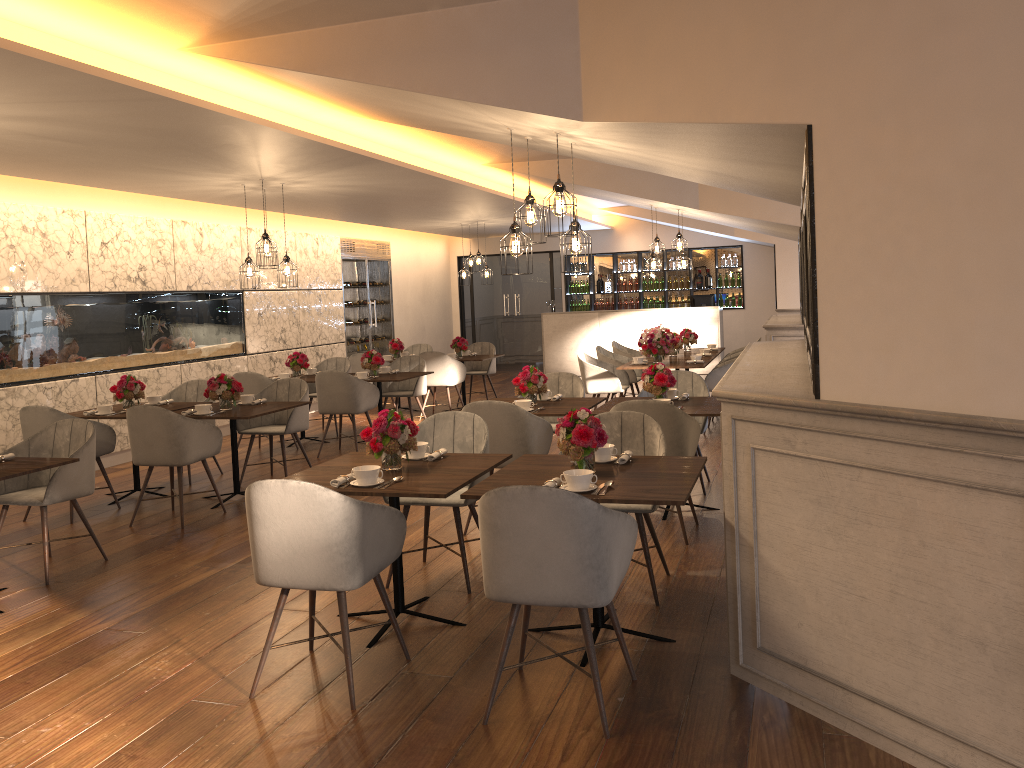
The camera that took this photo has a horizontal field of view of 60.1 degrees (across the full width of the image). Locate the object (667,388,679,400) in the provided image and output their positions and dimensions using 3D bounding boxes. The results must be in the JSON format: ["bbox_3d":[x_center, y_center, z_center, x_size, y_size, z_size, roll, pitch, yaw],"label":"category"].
[{"bbox_3d":[1.126,0.074,6.359,0.148,0.072,0.148,-4,5,-15],"label":"object"}]

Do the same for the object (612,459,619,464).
[{"bbox_3d":[0.493,0.349,4.119,0.025,0.024,0.193,-1,6,18],"label":"object"}]

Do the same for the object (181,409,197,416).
[{"bbox_3d":[-2.437,0.212,6.716,0.056,0.039,0.176,-1,6,18],"label":"object"}]

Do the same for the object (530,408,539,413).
[{"bbox_3d":[0.160,0.181,6.061,0.022,0.004,0.211,-1,6,18],"label":"object"}]

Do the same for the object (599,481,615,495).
[{"bbox_3d":[0.383,0.416,3.546,0.043,0.015,0.198,-1,6,14],"label":"object"}]

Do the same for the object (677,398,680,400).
[{"bbox_3d":[1.200,0.098,6.326,0.025,0.024,0.193,-1,6,18],"label":"object"}]

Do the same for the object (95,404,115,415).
[{"bbox_3d":[-3.203,0.204,6.963,0.148,0.072,0.149,-3,5,-5],"label":"object"}]

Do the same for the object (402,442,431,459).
[{"bbox_3d":[-0.480,0.336,4.441,0.148,0.072,0.148,-4,5,-15],"label":"object"}]

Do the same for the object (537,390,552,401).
[{"bbox_3d":[0.227,0.084,6.648,0.148,0.072,0.148,-4,5,-15],"label":"object"}]

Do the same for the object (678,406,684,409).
[{"bbox_3d":[1.090,0.165,5.754,0.043,0.015,0.198,-1,6,14],"label":"object"}]

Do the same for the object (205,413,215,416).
[{"bbox_3d":[-2.245,0.224,6.684,0.022,0.004,0.211,-1,6,18],"label":"object"}]

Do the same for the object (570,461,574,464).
[{"bbox_3d":[0.314,0.357,4.166,0.043,0.015,0.198,0,6,22],"label":"object"}]

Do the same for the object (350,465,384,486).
[{"bbox_3d":[-0.631,0.401,3.851,0.148,0.072,0.148,-4,5,-15],"label":"object"}]

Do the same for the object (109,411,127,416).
[{"bbox_3d":[-3.096,0.229,6.950,0.043,0.015,0.198,0,6,22],"label":"object"}]

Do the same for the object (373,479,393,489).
[{"bbox_3d":[-0.548,0.432,3.854,0.022,0.004,0.211,-1,6,18],"label":"object"}]

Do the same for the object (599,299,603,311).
[{"bbox_3d":[1.678,-1.486,16.713,0.065,0.261,0.066,-3,3,-3],"label":"object"}]

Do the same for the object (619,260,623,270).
[{"bbox_3d":[2.040,-2.218,16.523,0.069,0.208,0.040,-2,3,18],"label":"object"}]

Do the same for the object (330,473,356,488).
[{"bbox_3d":[-0.739,0.420,3.886,0.056,0.039,0.176,-1,6,18],"label":"object"}]

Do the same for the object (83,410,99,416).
[{"bbox_3d":[-3.311,0.222,6.998,0.056,0.039,0.176,-1,6,18],"label":"object"}]

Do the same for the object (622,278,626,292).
[{"bbox_3d":[2.097,-1.852,16.557,0.065,0.261,0.066,-3,3,-3],"label":"object"}]

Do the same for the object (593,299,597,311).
[{"bbox_3d":[1.573,-1.484,16.747,0.065,0.261,0.066,-3,3,-3],"label":"object"}]

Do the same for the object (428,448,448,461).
[{"bbox_3d":[-0.371,0.351,4.407,0.056,0.039,0.176,-1,6,18],"label":"object"}]

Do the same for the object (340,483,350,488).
[{"bbox_3d":[-0.703,0.425,3.885,0.025,0.024,0.193,-1,6,18],"label":"object"}]

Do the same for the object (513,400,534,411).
[{"bbox_3d":[0.076,0.150,6.058,0.148,0.072,0.148,-4,5,-15],"label":"object"}]

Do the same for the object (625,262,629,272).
[{"bbox_3d":[2.137,-2.183,16.494,0.070,0.189,0.041,-2,3,17],"label":"object"}]

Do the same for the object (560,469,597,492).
[{"bbox_3d":[0.268,0.391,3.561,0.148,0.072,0.148,-4,5,-15],"label":"object"}]

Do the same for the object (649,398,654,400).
[{"bbox_3d":[1.021,0.106,6.374,0.043,0.015,0.198,0,6,22],"label":"object"}]

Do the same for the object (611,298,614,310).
[{"bbox_3d":[1.888,-1.488,16.645,0.065,0.261,0.066,-3,3,-3],"label":"object"}]

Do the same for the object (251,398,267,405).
[{"bbox_3d":[-2.068,0.144,7.237,0.056,0.039,0.176,-1,6,18],"label":"object"}]

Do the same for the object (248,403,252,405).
[{"bbox_3d":[-2.104,0.152,7.239,0.025,0.024,0.193,-1,6,18],"label":"object"}]

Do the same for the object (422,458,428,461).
[{"bbox_3d":[-0.406,0.360,4.409,0.025,0.024,0.193,-1,6,18],"label":"object"}]

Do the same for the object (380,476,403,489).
[{"bbox_3d":[-0.516,0.427,3.836,0.043,0.015,0.198,-1,6,14],"label":"object"}]

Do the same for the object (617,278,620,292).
[{"bbox_3d":[1.992,-1.851,16.591,0.065,0.261,0.066,-3,3,-3],"label":"object"}]

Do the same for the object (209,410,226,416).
[{"bbox_3d":[-2.214,0.219,6.666,0.043,0.015,0.198,-1,6,14],"label":"object"}]

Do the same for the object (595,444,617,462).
[{"bbox_3d":[0.419,0.325,4.151,0.148,0.072,0.148,-4,5,-15],"label":"object"}]

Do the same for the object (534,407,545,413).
[{"bbox_3d":[0.191,0.175,6.043,0.043,0.015,0.198,-1,6,14],"label":"object"}]

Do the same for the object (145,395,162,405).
[{"bbox_3d":[-3.052,0.138,7.552,0.148,0.072,0.149,-3,5,-5],"label":"object"}]

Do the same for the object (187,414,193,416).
[{"bbox_3d":[-2.401,0.217,6.715,0.025,0.024,0.193,-1,6,18],"label":"object"}]

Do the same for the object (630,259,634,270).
[{"bbox_3d":[2.231,-2.220,16.461,0.069,0.208,0.040,-2,3,18],"label":"object"}]

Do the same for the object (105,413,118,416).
[{"bbox_3d":[-3.120,0.234,6.965,0.022,0.004,0.211,-1,6,18],"label":"object"}]

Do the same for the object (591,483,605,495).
[{"bbox_3d":[0.352,0.421,3.564,0.022,0.004,0.211,-1,6,18],"label":"object"}]

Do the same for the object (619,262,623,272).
[{"bbox_3d":[2.041,-2.181,16.525,0.070,0.189,0.041,-2,3,17],"label":"object"}]

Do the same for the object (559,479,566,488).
[{"bbox_3d":[0.196,0.414,3.596,0.025,0.024,0.193,-1,6,18],"label":"object"}]

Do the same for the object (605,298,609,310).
[{"bbox_3d":[1.783,-1.487,16.679,0.065,0.261,0.066,-3,3,-3],"label":"object"}]

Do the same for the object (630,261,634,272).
[{"bbox_3d":[2.233,-2.184,16.463,0.070,0.189,0.041,-2,3,17],"label":"object"}]

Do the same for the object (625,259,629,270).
[{"bbox_3d":[2.135,-2.219,16.492,0.069,0.208,0.040,-2,3,18],"label":"object"}]

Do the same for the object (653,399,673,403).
[{"bbox_3d":[0.975,0.139,5.769,0.148,0.072,0.148,-4,5,-15],"label":"object"}]

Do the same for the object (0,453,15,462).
[{"bbox_3d":[-2.824,0.412,4.879,0.056,0.039,0.176,-1,6,18],"label":"object"}]

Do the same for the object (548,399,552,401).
[{"bbox_3d":[0.301,0.108,6.616,0.025,0.024,0.193,-1,6,18],"label":"object"}]

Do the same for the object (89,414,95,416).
[{"bbox_3d":[-3.275,0.228,6.997,0.025,0.024,0.193,-1,6,18],"label":"object"}]

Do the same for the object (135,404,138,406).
[{"bbox_3d":[-3.164,0.170,7.570,0.043,0.015,0.198,-1,6,14],"label":"object"}]

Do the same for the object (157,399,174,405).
[{"bbox_3d":[-2.943,0.154,7.518,0.056,0.039,0.176,-1,6,18],"label":"object"}]

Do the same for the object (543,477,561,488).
[{"bbox_3d":[0.160,0.409,3.597,0.056,0.039,0.176,-1,6,18],"label":"object"}]

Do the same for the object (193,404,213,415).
[{"bbox_3d":[-2.329,0.194,6.681,0.148,0.072,0.149,-3,5,-5],"label":"object"}]
